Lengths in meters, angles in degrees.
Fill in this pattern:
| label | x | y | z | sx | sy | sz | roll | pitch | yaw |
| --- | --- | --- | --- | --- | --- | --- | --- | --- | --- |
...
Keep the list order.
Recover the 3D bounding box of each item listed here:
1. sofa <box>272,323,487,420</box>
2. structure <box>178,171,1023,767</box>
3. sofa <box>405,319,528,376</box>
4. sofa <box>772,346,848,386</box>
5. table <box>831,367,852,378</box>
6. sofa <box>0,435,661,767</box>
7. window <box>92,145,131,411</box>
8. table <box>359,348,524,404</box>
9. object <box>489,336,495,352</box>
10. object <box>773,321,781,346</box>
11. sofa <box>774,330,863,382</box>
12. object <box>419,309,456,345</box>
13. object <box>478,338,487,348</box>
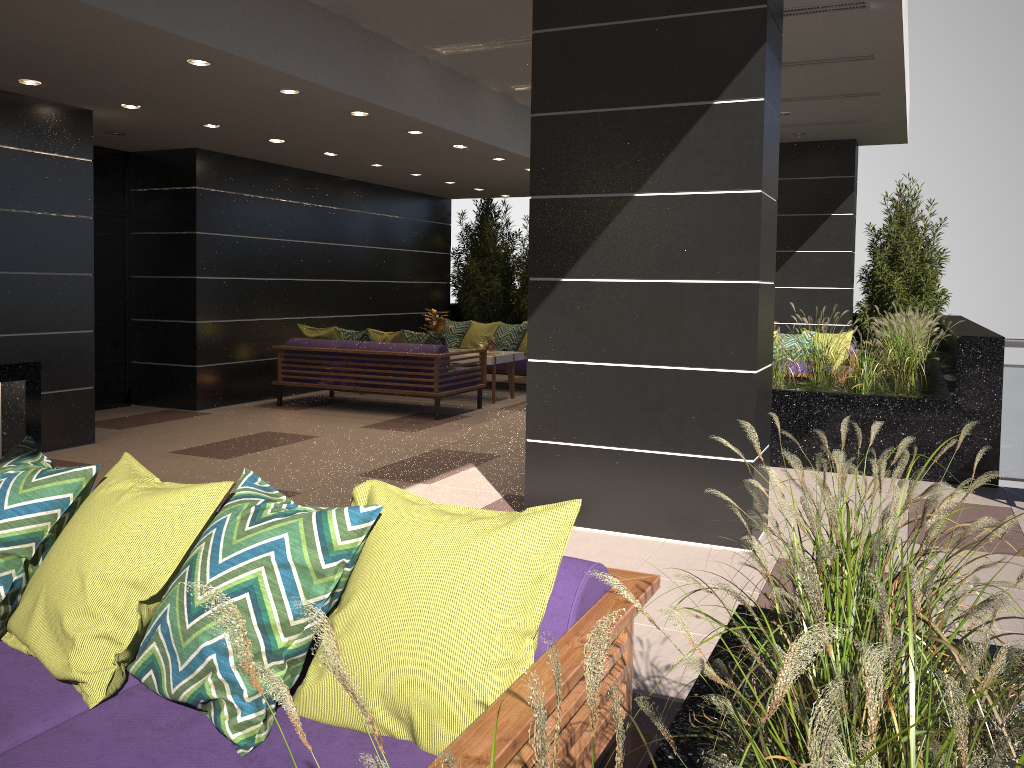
| label | x | y | z | sx | sy | sz | roll | pitch | yaw |
| --- | --- | --- | --- | --- | --- | --- | --- | --- | --- |
| sofa | -1.468 | -0.198 | 9.898 | 2.128 | 0.916 | 1.122 | 3 | 6 | 24 |
| structure | -2.462 | -0.514 | 2.581 | 7.825 | 3.111 | 24.802 | 4 | 7 | 24 |
| sofa | -0.311 | -0.432 | 12.190 | 2.128 | 0.916 | 1.122 | 3 | 6 | 24 |
| sofa | 1.991 | 0.029 | 8.331 | 2.128 | 0.916 | 1.122 | 3 | 6 | 24 |
| table | 2.530 | 0.089 | 9.517 | 2.039 | 0.552 | 0.944 | 4 | 6 | 24 |
| sofa | -0.839 | 0.670 | 2.103 | 2.128 | 0.916 | 1.122 | 3 | 6 | 24 |
| window | -6.243 | -0.575 | 4.256 | 1.943 | 2.749 | 11.581 | 3 | 6 | 24 |
| table | -0.974 | -0.140 | 11.104 | 2.039 | 0.552 | 0.944 | 4 | 6 | 24 |
| object | -0.256 | -0.503 | 11.116 | 0.067 | 0.189 | 0.085 | -2 | 4 | -41 |
| object | 2.657 | -0.441 | 9.439 | 0.431 | 0.525 | 0.425 | 5 | 6 | 41 |
| sofa | 3.053 | -0.212 | 10.667 | 2.128 | 0.916 | 1.122 | 3 | 6 | 24 |
| object | -0.961 | -0.677 | 11.077 | 0.431 | 0.525 | 0.425 | 5 | 6 | 41 |
| object | -0.355 | -0.444 | 10.540 | 0.106 | 0.196 | 0.106 | -2 | 5 | -38 |
